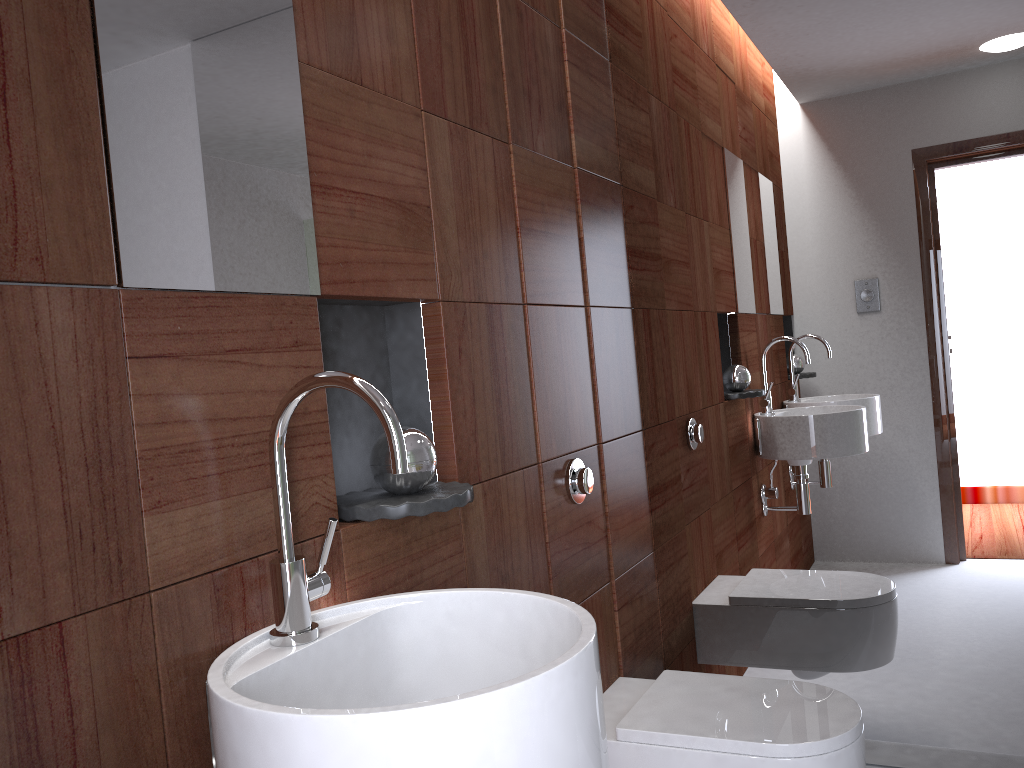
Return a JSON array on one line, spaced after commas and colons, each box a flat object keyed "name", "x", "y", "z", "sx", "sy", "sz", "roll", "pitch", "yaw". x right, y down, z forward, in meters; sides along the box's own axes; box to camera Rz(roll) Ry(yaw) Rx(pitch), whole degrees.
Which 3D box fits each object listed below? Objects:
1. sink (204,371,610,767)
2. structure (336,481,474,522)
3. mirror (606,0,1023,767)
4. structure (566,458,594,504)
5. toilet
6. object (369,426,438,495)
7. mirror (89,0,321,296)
[{"name": "sink", "x": -0.111, "y": 0.336, "z": 0.971, "sx": 0.417, "sy": 0.715, "sz": 0.415, "roll": -5, "pitch": 1, "yaw": 27}, {"name": "structure", "x": -0.168, "y": 0.176, "z": 1.341, "sx": 0.222, "sy": 0.023, "sz": 0.220, "roll": -5, "pitch": 1, "yaw": 17}, {"name": "mirror", "x": 0.957, "y": -0.203, "z": 1.980, "sx": 1.433, "sy": 2.183, "sz": 0.019, "roll": -5, "pitch": 1, "yaw": 27}, {"name": "structure", "x": 0.150, "y": 0.208, "z": 1.899, "sx": 0.034, "sy": 0.098, "sz": 0.098, "roll": -5, "pitch": 1, "yaw": 27}, {"name": "toilet", "x": 0.427, "y": 0.785, "z": 1.788, "sx": 0.547, "sy": 0.284, "sz": 0.329, "roll": -5, "pitch": 1, "yaw": 27}, {"name": "object", "x": -0.446, "y": 0.154, "z": 0.779, "sx": 0.104, "sy": 0.104, "sz": 1.350, "roll": -5, "pitch": 1, "yaw": 27}, {"name": "mirror", "x": -0.363, "y": -0.426, "z": 1.052, "sx": 0.010, "sy": 0.635, "sz": 0.316, "roll": -5, "pitch": 1, "yaw": 27}]
